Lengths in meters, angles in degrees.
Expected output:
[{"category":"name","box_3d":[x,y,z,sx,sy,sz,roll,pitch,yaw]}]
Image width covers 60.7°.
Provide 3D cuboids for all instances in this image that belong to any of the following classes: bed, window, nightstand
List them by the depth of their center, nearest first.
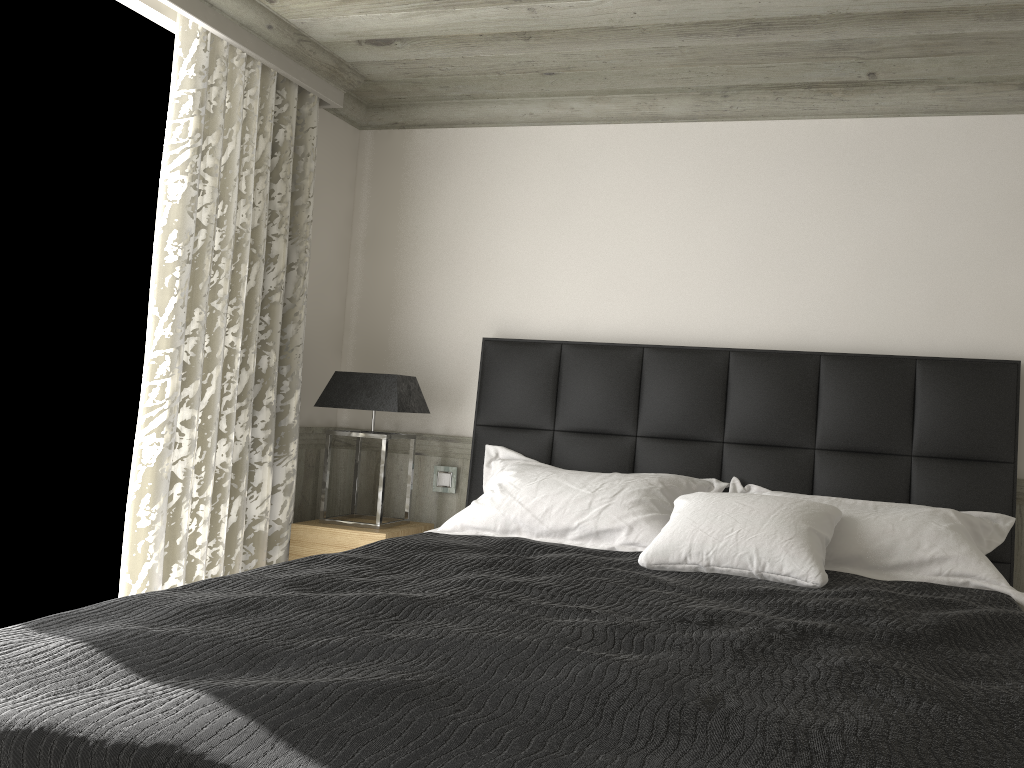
[{"category":"window","box_3d":[-1.846,-0.200,2.428,0.001,2.887,3.545,3,-2,23]},{"category":"bed","box_3d":[0.347,0.571,2.457,2.381,1.624,3.173,3,-2,20]},{"category":"nightstand","box_3d":[-0.701,1.004,4.012,0.454,0.723,0.450,3,-2,19]}]

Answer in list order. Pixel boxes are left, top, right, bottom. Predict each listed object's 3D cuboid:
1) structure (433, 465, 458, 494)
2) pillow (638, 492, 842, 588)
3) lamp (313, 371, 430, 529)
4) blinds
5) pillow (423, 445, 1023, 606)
[{"category":"structure","box_3d":[-0.330,0.468,4.286,0.118,0.129,0.018,3,-3,16]},{"category":"pillow","box_3d":[0.821,0.531,3.094,0.613,0.273,0.492,3,-2,22]},{"category":"lamp","box_3d":[-0.658,0.298,4.055,0.414,0.693,0.309,3,-3,18]},{"category":"blinds","box_3d":[-1.154,-0.108,3.626,0.140,2.807,0.880,3,-3,24]},{"category":"pillow","box_3d":[0.816,0.520,3.513,2.232,0.381,0.665,3,-2,17]}]
